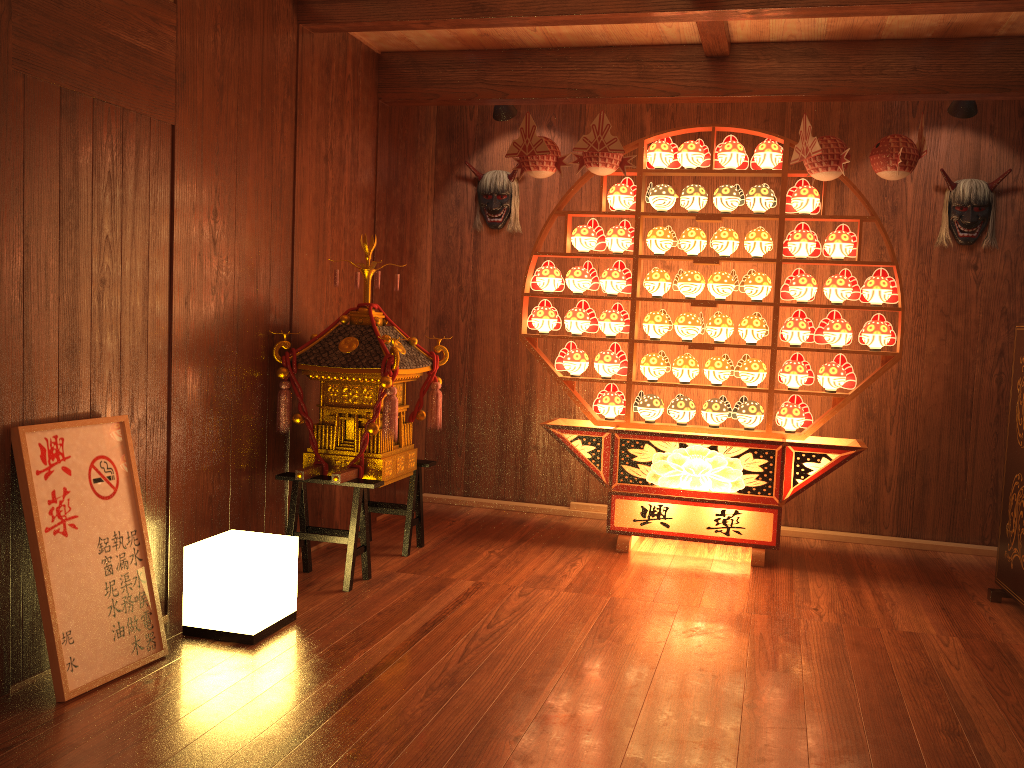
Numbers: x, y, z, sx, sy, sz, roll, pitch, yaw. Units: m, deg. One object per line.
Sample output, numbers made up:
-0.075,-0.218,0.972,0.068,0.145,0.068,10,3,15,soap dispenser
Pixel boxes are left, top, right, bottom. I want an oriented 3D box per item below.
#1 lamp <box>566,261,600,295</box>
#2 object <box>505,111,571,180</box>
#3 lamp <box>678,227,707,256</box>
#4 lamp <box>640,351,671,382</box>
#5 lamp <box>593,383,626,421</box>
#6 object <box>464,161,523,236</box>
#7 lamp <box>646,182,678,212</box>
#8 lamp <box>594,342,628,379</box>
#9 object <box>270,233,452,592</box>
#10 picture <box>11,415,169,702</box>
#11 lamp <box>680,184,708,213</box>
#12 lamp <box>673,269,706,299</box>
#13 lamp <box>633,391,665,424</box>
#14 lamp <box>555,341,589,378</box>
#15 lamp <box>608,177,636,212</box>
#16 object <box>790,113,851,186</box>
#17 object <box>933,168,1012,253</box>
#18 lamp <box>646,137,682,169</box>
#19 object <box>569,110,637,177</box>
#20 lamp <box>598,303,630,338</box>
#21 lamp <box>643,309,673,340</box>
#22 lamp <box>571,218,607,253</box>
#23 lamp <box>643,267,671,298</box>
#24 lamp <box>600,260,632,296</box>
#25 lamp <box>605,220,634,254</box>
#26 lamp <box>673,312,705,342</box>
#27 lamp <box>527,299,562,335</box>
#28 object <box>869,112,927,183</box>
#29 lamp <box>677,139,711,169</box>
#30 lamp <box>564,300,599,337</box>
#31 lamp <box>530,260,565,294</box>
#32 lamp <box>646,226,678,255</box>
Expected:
0.351,-0.572,4.732,0.162,0.191,0.175,-2,6,-45,lamp
0.141,-1.199,4.487,0.353,0.311,0.246,6,5,40,object
0.942,-0.739,4.581,0.140,0.161,0.156,2,4,-5,lamp
0.740,-0.095,4.669,0.162,0.167,0.134,-2,6,-45,lamp
0.528,0.096,4.730,0.194,0.197,0.158,3,4,4,lamp
-0.103,-1.110,5.351,0.358,0.453,0.140,3,4,14,object
0.795,-0.973,4.613,0.152,0.167,0.143,5,5,30,lamp
0.503,-0.126,4.719,0.193,0.200,0.162,6,5,40,lamp
-0.679,0.077,4.043,0.597,1.514,0.822,4,4,15,object
-1.289,0.509,2.729,0.210,0.787,0.410,4,4,21,picture
0.941,-0.959,4.567,0.138,0.161,0.158,3,4,5,lamp
0.939,-0.520,4.600,0.144,0.161,0.151,-2,6,-45,lamp
0.742,0.124,4.684,0.144,0.167,0.151,-2,6,-45,lamp
0.350,-0.133,4.762,0.191,0.193,0.153,1,4,-25,lamp
0.569,-1.002,4.652,0.194,0.200,0.162,5,5,30,lamp
1.482,-1.111,4.178,0.243,0.314,0.361,2,4,-7,object
2.470,-0.920,4.755,0.358,0.453,0.140,3,4,14,object
0.769,-1.210,4.592,0.195,0.200,0.161,4,4,25,lamp
0.455,-1.189,4.420,0.342,0.306,0.219,4,4,14,object
0.525,-0.341,4.702,0.177,0.192,0.162,5,5,30,lamp
0.753,-0.314,4.651,0.135,0.167,0.162,5,5,35,lamp
0.381,-0.794,4.713,0.193,0.200,0.162,6,5,40,lamp
0.767,-0.533,4.631,0.140,0.167,0.156,2,4,-5,lamp
0.533,-0.564,4.687,0.194,0.200,0.162,5,5,30,lamp
0.560,-0.780,4.668,0.184,0.195,0.162,5,5,30,lamp
0.910,-0.301,4.622,0.159,0.161,0.137,2,4,-10,lamp
0.177,-0.364,4.783,0.189,0.195,0.157,2,4,0,lamp
1.782,-1.105,4.108,0.225,0.318,0.371,3,4,11,object
0.916,-1.190,4.563,0.162,0.179,0.164,-1,6,-44,lamp
0.348,-0.356,4.742,0.195,0.200,0.161,4,4,25,lamp
0.201,-0.579,4.765,0.191,0.187,0.156,2,4,-5,lamp
0.768,-0.753,4.623,0.162,0.167,0.134,-2,6,-45,lamp
